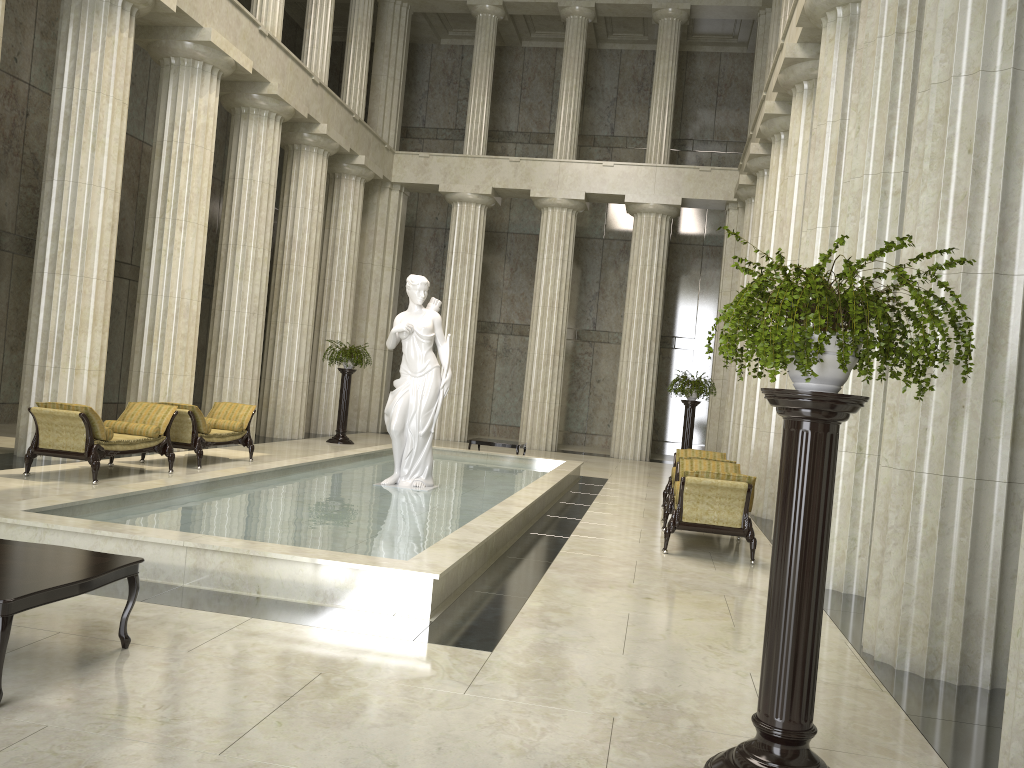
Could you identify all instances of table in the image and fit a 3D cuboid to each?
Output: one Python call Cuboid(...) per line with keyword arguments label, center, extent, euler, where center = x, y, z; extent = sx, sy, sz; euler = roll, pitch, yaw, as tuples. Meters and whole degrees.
Cuboid(label="table", center=(-0.307, 1.450, 18.660), extent=(1.134, 0.494, 1.123), euler=(5, 0, 8))
Cuboid(label="table", center=(-2.670, 1.155, 4.489), extent=(1.134, 0.494, 1.123), euler=(5, 0, 8))

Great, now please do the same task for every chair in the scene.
Cuboid(label="chair", center=(-4.920, 0.766, 14.089), extent=(0.993, 0.950, 2.172), euler=(5, 0, 10))
Cuboid(label="chair", center=(-5.326, 0.716, 11.656), extent=(0.993, 0.950, 2.172), euler=(5, 0, 10))
Cuboid(label="chair", center=(2.292, 1.419, 10.371), extent=(0.993, 0.950, 2.172), euler=(5, 0, 10))
Cuboid(label="chair", center=(2.698, 1.470, 12.804), extent=(0.993, 0.950, 2.172), euler=(5, 0, 10))

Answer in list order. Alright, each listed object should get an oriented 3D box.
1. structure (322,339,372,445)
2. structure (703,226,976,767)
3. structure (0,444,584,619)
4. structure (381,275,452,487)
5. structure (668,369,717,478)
Cuboid(label="structure", center=(-3.863, 0.178, 20.539), extent=(1.159, 2.386, 1.053), euler=(5, 0, 4))
Cuboid(label="structure", center=(1.279, 0.569, 3.815), extent=(1.159, 2.386, 1.053), euler=(5, 0, 39))
Cuboid(label="structure", center=(-1.407, 1.491, 12.015), extent=(3.754, 0.508, 11.573), euler=(5, 0, 10))
Cuboid(label="structure", center=(-1.301, 0.041, 12.001), extent=(0.940, 3.044, 0.729), euler=(5, 0, 4))
Cuboid(label="structure", center=(3.830, 0.888, 19.235), extent=(1.053, 2.386, 1.159), euler=(5, 0, 14))
